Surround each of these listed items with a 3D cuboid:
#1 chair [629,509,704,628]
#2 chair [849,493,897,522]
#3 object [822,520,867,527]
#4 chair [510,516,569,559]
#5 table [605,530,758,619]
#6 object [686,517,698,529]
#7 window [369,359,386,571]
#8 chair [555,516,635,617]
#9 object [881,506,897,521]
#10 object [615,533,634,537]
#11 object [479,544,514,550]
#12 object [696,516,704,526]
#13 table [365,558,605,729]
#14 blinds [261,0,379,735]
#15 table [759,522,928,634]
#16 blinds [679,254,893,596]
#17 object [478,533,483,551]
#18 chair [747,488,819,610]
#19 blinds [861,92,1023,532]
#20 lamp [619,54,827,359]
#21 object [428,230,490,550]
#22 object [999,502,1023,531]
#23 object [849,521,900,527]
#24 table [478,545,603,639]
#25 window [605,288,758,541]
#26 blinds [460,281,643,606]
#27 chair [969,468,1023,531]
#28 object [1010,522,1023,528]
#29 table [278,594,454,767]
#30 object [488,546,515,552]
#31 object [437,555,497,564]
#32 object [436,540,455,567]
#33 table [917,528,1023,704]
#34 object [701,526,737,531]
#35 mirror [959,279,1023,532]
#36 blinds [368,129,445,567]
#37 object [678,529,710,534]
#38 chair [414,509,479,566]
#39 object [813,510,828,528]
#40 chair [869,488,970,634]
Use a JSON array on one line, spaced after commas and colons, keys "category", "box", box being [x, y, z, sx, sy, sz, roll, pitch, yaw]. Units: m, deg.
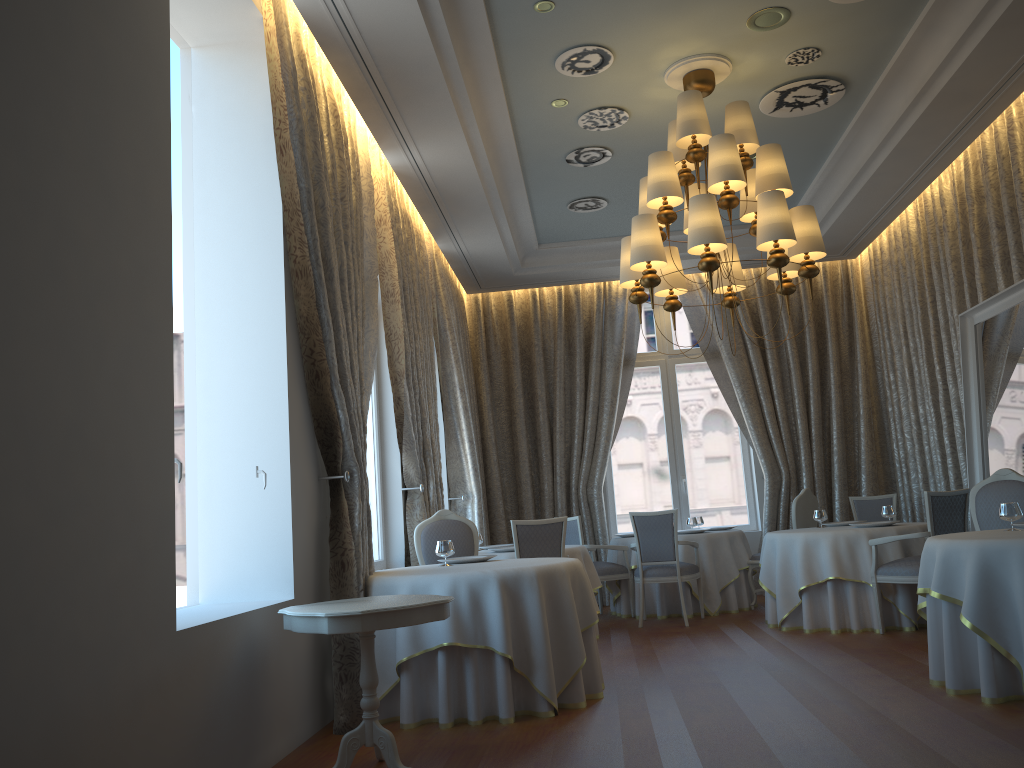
[{"category": "chair", "box": [1.513, 1.814, 8.842, 0.650, 1.108, 0.629, -7, -9, 20]}, {"category": "chair", "box": [3.788, 1.707, 9.180, 0.650, 1.108, 0.629, -8, -10, 25]}, {"category": "object", "box": [3.193, 1.343, 8.527, 0.419, 0.036, 0.419, -5, -9, 4]}, {"category": "chair", "box": [0.157, 1.664, 7.261, 0.650, 1.108, 0.629, -1, -9, -20]}, {"category": "table", "box": [1.892, 2.123, 9.947, 1.667, 0.890, 1.663, -8, -10, 23]}, {"category": "object", "box": [2.012, 1.573, 9.901, 0.128, 0.165, 0.128, -5, -9, 5]}, {"category": "window", "box": [-1.245, -0.172, 6.954, 0.259, 3.306, 1.882, -5, -9, 4]}, {"category": "chair", "box": [0.880, 1.979, 9.625, 0.629, 1.108, 0.650, 1, -10, -30]}, {"category": "object", "box": [3.386, 1.178, 7.963, 0.128, 0.165, 0.128, -5, -9, 5]}, {"category": "object", "box": [1.356, 1.686, 9.915, 0.419, 0.036, 0.419, -5, -9, 4]}, {"category": "object", "box": [-0.124, 1.621, 8.829, 0.419, 0.036, 0.419, -5, -9, 4]}, {"category": "object", "box": [2.170, 1.625, 10.310, 0.128, 0.165, 0.128, -5, -9, 5]}, {"category": "table", "box": [-0.248, 1.618, 5.709, 1.663, 0.890, 1.667, -3, -9, -6]}, {"category": "blinds", "box": [-1.092, -0.338, 5.732, 0.315, 4.930, 2.204, -5, -9, 5]}, {"category": "table", "box": [3.105, 1.743, 8.033, 1.663, 0.890, 1.667, -7, -9, 18]}, {"category": "blinds", "box": [3.419, 0.163, 11.008, 2.476, 4.901, 0.386, -5, -9, 5]}, {"category": "object", "box": [-0.345, 1.539, 8.619, 0.128, 0.165, 0.128, -5, -9, 5]}, {"category": "chair", "box": [2.901, 1.751, 9.432, 0.563, 1.233, 0.690, 5, -12, -44]}, {"category": "blinds", "box": [4.333, -0.255, 8.824, 0.238, 4.819, 4.439, -5, -9, 5]}, {"category": "lamp", "box": [1.459, -1.298, 6.459, 1.373, 2.121, 1.373, -12, -12, 42]}, {"category": "object", "box": [-0.568, 0.378, 10.295, 0.386, 4.901, 2.121, -5, -9, 5]}, {"category": "object", "box": [2.998, 0.798, 5.327, 0.128, 0.165, 0.128, -10, -11, 34]}, {"category": "object", "box": [3.155, 1.221, 7.717, 0.419, 0.036, 0.419, -5, -9, 4]}, {"category": "table", "box": [0.006, 2.002, 8.308, 1.667, 0.890, 1.663, -4, -9, -1]}, {"category": "window", "box": [2.072, 0.304, 11.537, 1.881, 3.306, 0.196, -5, -9, 5]}, {"category": "blinds", "box": [0.563, 0.400, 11.250, 2.535, 4.901, 0.386, -5, -9, 5]}, {"category": "chair", "box": [3.215, 1.186, 5.917, 0.690, 1.233, 0.563, 2, -11, -35]}, {"category": "object", "box": [3.308, 0.861, 5.459, 0.419, 0.036, 0.419, -5, -9, 4]}, {"category": "table", "box": [-0.668, 1.445, 4.194, 0.760, 0.801, 0.761, -12, -12, 44]}, {"category": "object", "box": [-0.007, 1.472, 7.916, 0.419, 0.036, 0.419, -5, -9, 4]}, {"category": "object", "box": [-0.310, 1.226, 6.188, 0.419, 0.036, 0.419, -5, -9, 4]}, {"category": "object", "box": [-0.444, 1.126, 5.899, 0.128, 0.165, 0.128, -2, -9, -13]}, {"category": "table", "box": [3.193, 1.266, 4.982, 1.663, 0.890, 1.667, -3, -9, -6]}, {"category": "object", "box": [2.336, 1.633, 10.019, 0.419, 0.036, 0.419, -5, -9, 4]}, {"category": "mirror", "box": [3.887, 0.495, 6.519, 0.385, 2.564, 2.251, -5, -9, 5]}, {"category": "blinds", "box": [-0.838, 0.019, 8.152, 0.335, 4.969, 2.257, -5, -9, 5]}, {"category": "object", "box": [1.934, 1.593, 9.577, 0.419, 0.036, 0.419, -5, -9, 4]}, {"category": "chair", "box": [-0.387, 1.536, 6.558, 0.563, 1.233, 0.690, -1, -9, -20]}, {"category": "object", "box": [2.920, 1.276, 8.388, 0.128, 0.165, 0.128, -5, -9, 5]}, {"category": "chair", "box": [3.308, 1.417, 7.081, 0.650, 1.108, 0.629, 0, -10, -25]}]
